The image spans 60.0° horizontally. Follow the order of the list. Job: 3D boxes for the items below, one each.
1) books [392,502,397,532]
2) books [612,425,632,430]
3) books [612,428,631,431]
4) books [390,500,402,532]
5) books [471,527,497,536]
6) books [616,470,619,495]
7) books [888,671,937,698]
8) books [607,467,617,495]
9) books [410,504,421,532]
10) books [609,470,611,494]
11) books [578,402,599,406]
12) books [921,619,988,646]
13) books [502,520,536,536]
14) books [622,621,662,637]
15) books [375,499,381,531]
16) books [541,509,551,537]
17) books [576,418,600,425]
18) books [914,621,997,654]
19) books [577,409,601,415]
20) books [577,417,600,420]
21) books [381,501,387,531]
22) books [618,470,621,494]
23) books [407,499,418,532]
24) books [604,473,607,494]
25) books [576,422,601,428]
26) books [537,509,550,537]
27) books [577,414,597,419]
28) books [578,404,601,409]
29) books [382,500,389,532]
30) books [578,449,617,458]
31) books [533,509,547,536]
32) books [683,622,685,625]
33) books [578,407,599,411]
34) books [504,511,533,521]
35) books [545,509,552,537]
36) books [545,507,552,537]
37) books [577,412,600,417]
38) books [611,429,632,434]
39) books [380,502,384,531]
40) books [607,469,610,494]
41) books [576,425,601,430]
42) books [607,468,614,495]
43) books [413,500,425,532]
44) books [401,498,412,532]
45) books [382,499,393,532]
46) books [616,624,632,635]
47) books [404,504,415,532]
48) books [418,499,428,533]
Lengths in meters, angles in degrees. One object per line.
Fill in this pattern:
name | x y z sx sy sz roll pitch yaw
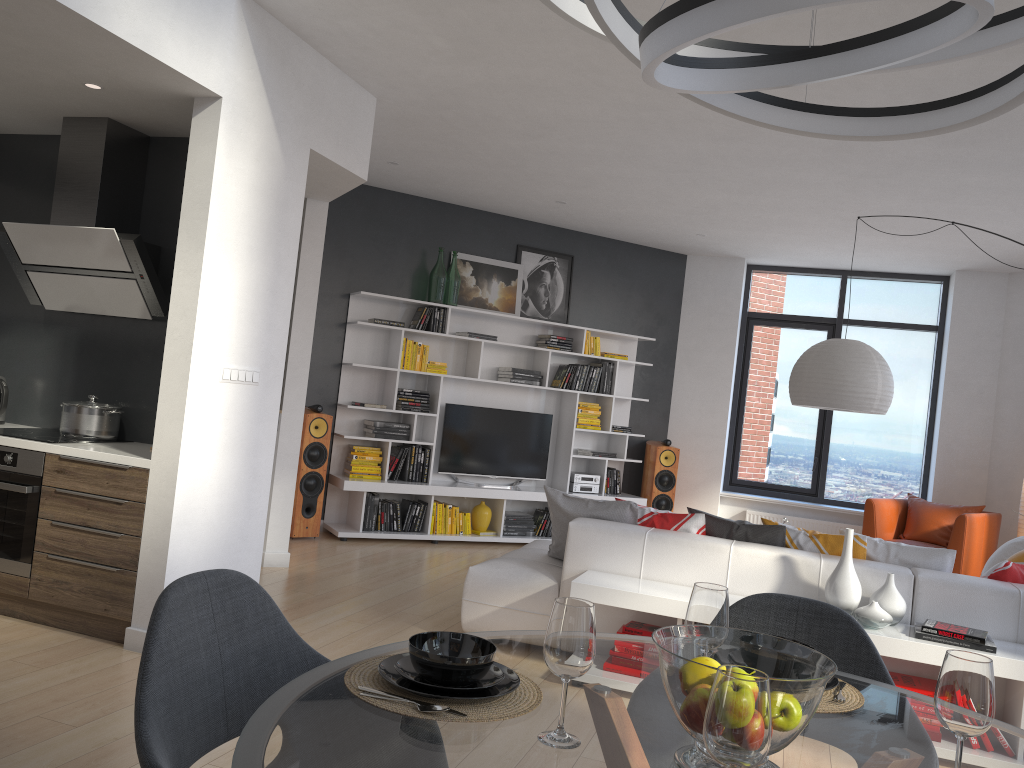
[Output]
books | -1.029 1.125 7.563 0.066 0.242 0.177 7 -1 -27
books | 1.037 0.420 8.675 0.213 0.023 0.161 7 -1 -24
books | 1.040 0.440 8.660 0.198 0.015 0.142 7 -1 -29
books | -0.999 1.125 7.582 0.083 0.249 0.191 7 -1 -27
books | -0.298 1.321 7.967 0.204 0.029 0.270 7 -1 -42
books | 0.985 0.950 8.662 0.066 0.242 0.177 7 -1 -27
books | 1.715 1.302 3.837 0.301 0.032 0.227 6 -1 18
books | 0.956 0.941 8.656 0.066 0.255 0.193 7 -1 -27
books | -0.866 1.144 7.655 0.071 0.243 0.179 7 -1 -28
books | 0.911 0.945 8.629 0.049 0.236 0.170 7 -1 -27
books | 0.704 0.190 8.573 0.223 0.023 0.163 7 -1 -23
books | 1.867 1.045 3.740 0.238 0.027 0.188 6 -1 31
books | 0.009 1.304 8.140 0.343 0.137 0.277 7 -1 -32
books | 0.642 1.166 4.190 0.206 0.029 0.152 6 -1 24
books | -1.155 1.097 7.514 0.053 0.268 0.202 7 -1 -27
books | 0.290 1.291 8.239 0.081 0.233 0.169 7 -1 -28
books | 0.696 0.356 8.542 0.243 0.042 0.189 7 -1 -27
books | 1.873 1.073 3.763 0.300 0.026 0.245 6 -1 23
books | 0.712 0.266 8.557 0.239 0.033 0.176 7 -1 -24
books | 0.691 0.327 8.554 0.251 0.014 0.189 7 -1 -24
books | -1.103 1.120 7.530 0.049 0.236 0.170 7 -1 -27
books | 1.000 0.957 8.706 0.077 0.233 0.179 7 -1 -27
books | -0.894 1.136 7.655 0.075 0.254 0.192 7 -1 -28
books | 0.859 0.922 8.614 0.053 0.268 0.202 7 -1 -27
books | 0.694 0.389 8.537 0.257 0.024 0.203 7 -1 -24
books | 0.256 1.288 8.237 0.096 0.234 0.187 7 -1 -27
books | 0.694 0.309 8.532 0.217 0.023 0.145 7 -1 -23
books | 0.720 0.215 8.557 0.223 0.023 0.163 7 -1 -23
books | -1.079 1.119 7.534 0.050 0.242 0.169 7 -1 -28
books | 0.822 0.674 8.608 0.310 0.047 0.250 7 -1 -32
books | 0.229 1.283 8.218 0.104 0.234 0.182 7 -1 -27
books | 0.798 1.247 4.094 0.036 0.294 0.208 6 -1 18
books | 0.708 0.237 8.556 0.227 0.022 0.160 7 -1 -11
books | 0.004 1.211 8.158 0.310 0.047 0.250 7 -1 -32
books | 0.327 1.292 8.243 0.069 0.242 0.172 7 -1 -26
books | 0.336 1.286 8.277 0.075 0.254 0.192 7 -1 -28
books | 0.699 0.290 8.553 0.239 0.019 0.171 7 -1 -27
books | 1.040 0.459 8.658 0.213 0.023 0.161 7 -1 -24
books | -1.127 1.116 7.525 0.053 0.240 0.189 7 -1 -27
books | 0.887 0.941 8.624 0.053 0.240 0.189 7 -1 -27
books | 0.697 0.415 8.530 0.257 0.028 0.194 7 -1 -22
books | 0.935 0.944 8.633 0.050 0.242 0.169 7 -1 -28
books | -0.837 1.145 7.683 0.084 0.249 0.191 7 -1 -27
books | -0.936 1.128 7.637 0.066 0.260 0.197 7 -1 -27
books | -1.058 1.116 7.557 0.066 0.255 0.193 7 -1 -27
books | 0.635 1.192 4.201 0.254 0.025 0.178 6 -1 17
books | -0.905 1.142 7.622 0.069 0.242 0.172 7 -1 -26
books | -0.807 1.144 7.699 0.066 0.260 0.197 7 -1 -27
